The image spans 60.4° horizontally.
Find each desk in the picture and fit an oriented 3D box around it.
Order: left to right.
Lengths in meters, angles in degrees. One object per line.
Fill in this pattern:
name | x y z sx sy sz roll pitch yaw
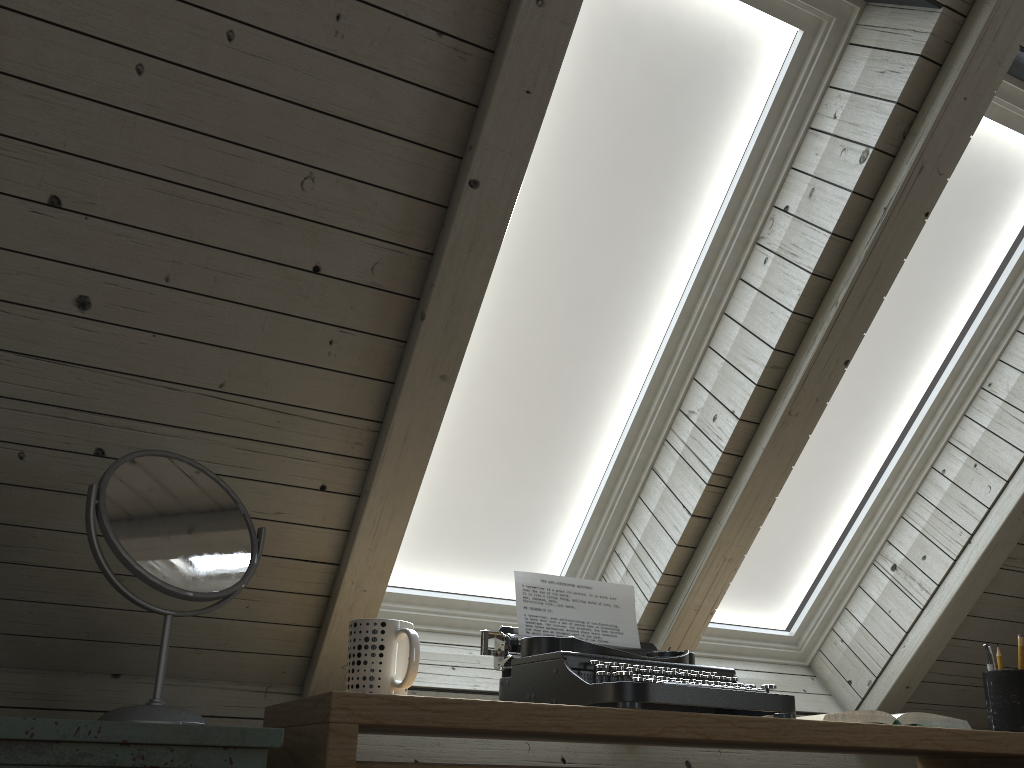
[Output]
desk | 0.315 0.893 1.239 1.334 0.775 0.389 12 -21 -24

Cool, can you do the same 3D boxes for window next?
window | 1.036 -0.029 0.956 3.149 1.320 1.435 -18 -28 39

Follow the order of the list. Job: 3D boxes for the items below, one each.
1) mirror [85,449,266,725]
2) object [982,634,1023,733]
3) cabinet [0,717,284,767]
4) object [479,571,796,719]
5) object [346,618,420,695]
mirror | -0.380 0.221 0.989 0.113 0.307 0.214 -4 -20 17
object | 0.875 0.526 1.538 0.089 0.179 0.091 -8 -21 27
cabinet | -0.674 0.676 0.749 0.810 0.738 0.428 11 -21 -24
object | 0.191 0.380 1.324 0.392 0.229 0.365 14 -25 -28
object | -0.157 0.353 1.115 0.109 0.096 0.086 -4 -21 15
